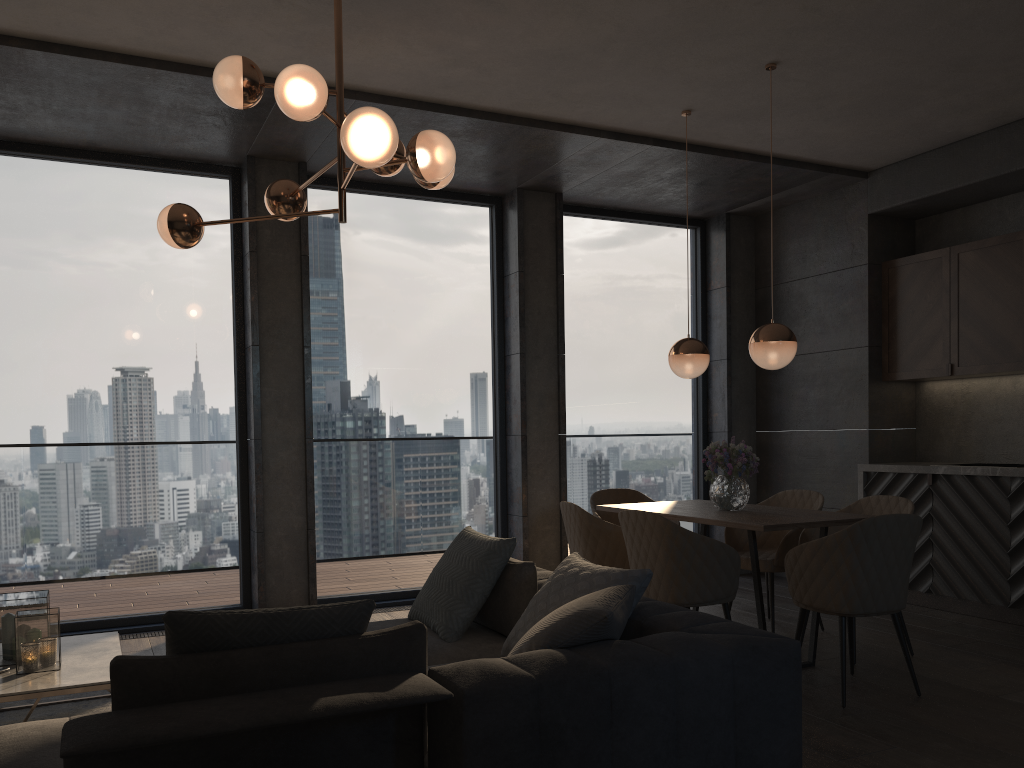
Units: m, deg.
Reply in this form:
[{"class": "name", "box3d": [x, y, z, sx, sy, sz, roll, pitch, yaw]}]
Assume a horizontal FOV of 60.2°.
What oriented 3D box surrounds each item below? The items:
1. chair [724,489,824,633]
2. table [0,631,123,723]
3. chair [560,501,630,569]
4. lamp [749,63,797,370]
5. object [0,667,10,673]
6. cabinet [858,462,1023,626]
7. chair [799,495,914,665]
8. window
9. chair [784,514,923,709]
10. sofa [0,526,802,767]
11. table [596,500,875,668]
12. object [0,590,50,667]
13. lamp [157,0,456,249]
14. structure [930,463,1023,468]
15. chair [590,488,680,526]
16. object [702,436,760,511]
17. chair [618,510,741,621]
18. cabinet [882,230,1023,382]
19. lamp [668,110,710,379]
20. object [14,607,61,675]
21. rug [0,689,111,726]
[{"class": "chair", "box3d": [1.593, 1.069, 5.357, 0.510, 0.838, 0.555, -1, 0, -31]}, {"class": "table", "box3d": [-2.042, 1.271, 3.492, 0.930, 0.309, 0.931, 0, -3, -26]}, {"class": "chair", "box3d": [0.546, 1.057, 4.870, 0.510, 0.838, 0.555, -1, 0, -16]}, {"class": "lamp", "box3d": [1.327, -0.845, 4.508, 0.239, 1.547, 0.238, 0, 2, 40]}, {"class": "object", "box3d": [-1.990, 1.100, 3.344, 0.046, 0.012, 0.181, -2, -4, 25]}, {"class": "cabinet", "box3d": [3.512, 0.955, 4.998, 0.600, 0.950, 3.397, -1, -3, -26]}, {"class": "chair", "box3d": [1.856, 1.029, 4.762, 0.510, 0.838, 0.555, -1, 0, -26]}, {"class": "window", "box3d": [-1.609, 0.076, 5.987, 7.260, 3.007, 0.199, 0, 1, -26]}, {"class": "chair", "box3d": [1.556, 0.990, 4.027, 0.555, 0.838, 0.510, -1, 0, -21]}, {"class": "sofa", "box3d": [-0.821, 0.987, 2.893, 2.909, 0.785, 2.026, 1, -3, -26]}, {"class": "table", "box3d": [1.181, 1.080, 4.866, 0.768, 0.770, 1.468, -1, -2, -26]}, {"class": "object", "box3d": [-1.998, 0.992, 3.603, 0.196, 0.261, 0.199, -1, 0, -26]}, {"class": "lamp", "box3d": [-0.693, -1.116, 3.625, 1.465, 1.040, 1.014, -2, -1, 40]}, {"class": "structure", "box3d": [3.156, 0.535, 5.738, 0.504, 0.017, 0.611, 1, -4, -26]}, {"class": "chair", "box3d": [0.783, 1.102, 5.692, 0.555, 0.838, 0.510, -1, 0, -21]}, {"class": "object", "box3d": [1.203, 0.489, 4.850, 0.298, 0.409, 0.328, -1, 0, 34]}, {"class": "chair", "box3d": [0.815, 1.020, 4.321, 0.510, 0.838, 0.555, -1, 0, -31]}, {"class": "cabinet", "box3d": [3.592, -0.555, 5.000, 0.369, 0.865, 3.397, -1, -3, -26]}, {"class": "lamp", "box3d": [1.022, -0.802, 5.138, 0.239, 1.547, 0.238, -2, 2, -20]}, {"class": "object", "box3d": [-1.848, 1.000, 3.446, 0.149, 0.221, 0.148, -1, 0, -26]}, {"class": "rug", "box3d": [-1.551, 1.420, 3.466, 3.141, 0.020, 1.732, 1, -4, -26]}]
